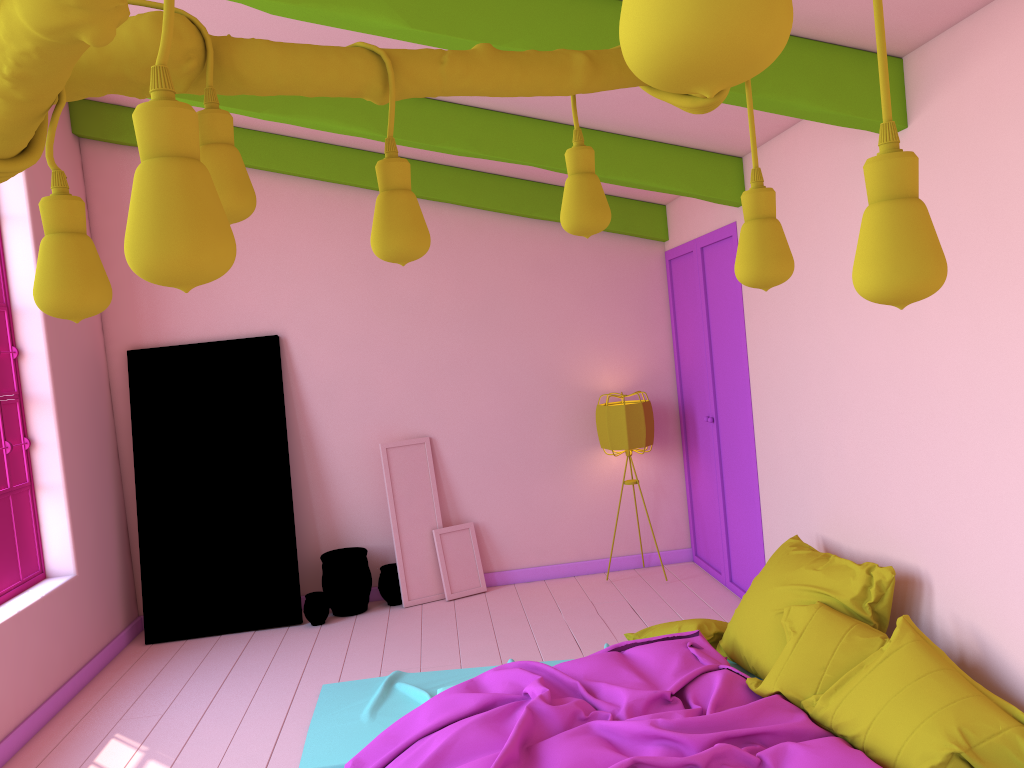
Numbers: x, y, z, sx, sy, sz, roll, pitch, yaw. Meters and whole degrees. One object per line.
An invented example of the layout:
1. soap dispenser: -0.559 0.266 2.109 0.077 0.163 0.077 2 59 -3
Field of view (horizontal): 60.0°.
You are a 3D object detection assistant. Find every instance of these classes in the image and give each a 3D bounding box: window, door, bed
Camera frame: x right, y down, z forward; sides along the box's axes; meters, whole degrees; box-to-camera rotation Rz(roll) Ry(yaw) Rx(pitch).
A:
1. window: -3.199 -0.187 5.215 0.072 3.049 1.274 -6 3 -5
2. door: 1.472 0.231 6.501 0.108 2.592 1.676 -6 3 -5
3. door: -2.278 0.778 6.784 1.153 2.212 0.449 -6 3 -5
4. bed: 0.338 1.501 3.728 2.802 0.514 3.574 -6 2 -5

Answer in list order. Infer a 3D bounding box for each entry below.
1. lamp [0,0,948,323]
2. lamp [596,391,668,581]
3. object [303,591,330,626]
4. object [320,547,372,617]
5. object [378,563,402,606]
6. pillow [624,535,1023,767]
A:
1. lamp: -0.034 -1.172 0.928 1.610 2.266 1.775 -7 3 -23
2. lamp: 0.964 0.793 7.020 0.491 1.467 0.476 -4 3 25
3. object: -1.469 1.692 6.667 0.199 0.234 0.199 -8 4 -38
4. object: -1.283 1.539 6.899 0.386 0.471 0.385 -4 4 37
5. object: -0.931 1.587 7.009 0.260 0.307 0.260 -4 3 27
6. pillow: 1.376 1.217 4.072 0.848 0.823 2.616 -6 3 -15
